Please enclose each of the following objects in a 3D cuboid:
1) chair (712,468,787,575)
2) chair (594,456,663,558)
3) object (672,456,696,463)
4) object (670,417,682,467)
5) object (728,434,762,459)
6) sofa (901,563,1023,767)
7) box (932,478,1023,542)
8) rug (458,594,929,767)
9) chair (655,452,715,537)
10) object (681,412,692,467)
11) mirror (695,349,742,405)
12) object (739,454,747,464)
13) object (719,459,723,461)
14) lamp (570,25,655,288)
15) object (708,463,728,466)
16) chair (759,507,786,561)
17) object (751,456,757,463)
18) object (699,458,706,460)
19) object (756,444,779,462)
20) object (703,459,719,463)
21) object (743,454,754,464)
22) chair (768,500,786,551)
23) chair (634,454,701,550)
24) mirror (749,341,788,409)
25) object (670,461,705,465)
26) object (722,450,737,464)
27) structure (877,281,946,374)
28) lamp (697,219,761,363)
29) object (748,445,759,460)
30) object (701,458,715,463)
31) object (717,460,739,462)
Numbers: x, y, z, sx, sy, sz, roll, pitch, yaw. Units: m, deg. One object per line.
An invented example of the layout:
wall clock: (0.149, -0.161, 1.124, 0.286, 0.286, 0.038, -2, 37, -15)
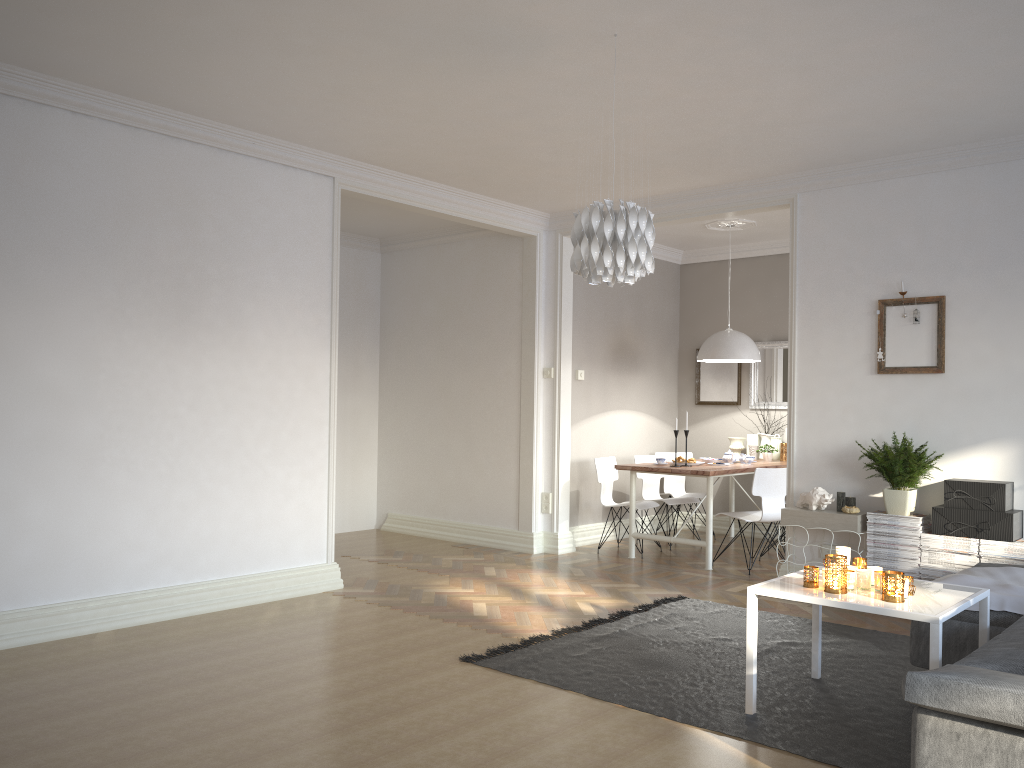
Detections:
chair: (1.836, 1.011, 6.719, 0.431, 0.785, 0.479, 1, -1, -29)
chair: (0.964, 1.014, 7.423, 0.479, 0.785, 0.431, 0, -1, 31)
object: (1.422, 0.628, 7.327, 0.197, 0.063, 0.188, 1, -1, 11)
object: (1.301, 0.456, 7.027, 0.095, 0.396, 0.095, 0, -1, 37)
object: (2.186, 0.588, 8.355, 0.310, 0.228, 0.172, 1, -1, -5)
sofa: (2.180, 0.963, 3.240, 1.555, 0.772, 2.632, 0, -2, 41)
box: (2.658, 0.715, 5.078, 0.419, 0.315, 0.298, 0, -1, 41)
rug: (1.180, 1.320, 4.256, 2.111, 0.055, 2.016, 0, -2, 41)
chair: (1.629, 1.050, 8.396, 0.431, 0.785, 0.479, 1, -1, -18)
object: (1.394, 0.433, 7.085, 0.095, 0.448, 0.095, 0, -1, 37)
mirror: (2.019, -0.072, 8.679, 0.474, 0.557, 0.052, 0, -1, 41)
object: (1.976, 0.636, 7.583, 0.072, 0.086, 0.086, 1, -1, 7)
object: (1.859, 0.668, 7.769, 0.201, 0.022, 0.194, 2, -2, -29)
lamp: (0.430, -0.953, 3.754, 0.355, 1.065, 0.354, 1, -1, -6)
object: (1.695, 0.660, 7.276, 0.180, 0.014, 0.180, 1, -1, 7)
chair: (2.289, 1.027, 7.061, 0.431, 0.785, 0.479, 2, -1, -44)
object: (2.072, 0.656, 7.719, 0.116, 0.056, 0.116, 1, -1, 14)
object: (1.631, 0.635, 7.428, 0.130, 0.027, 0.028, 1, -1, -6)
object: (2.287, 0.612, 7.929, 0.178, 0.162, 0.169, 1, -1, -8)
object: (1.672, 0.652, 7.455, 0.129, 0.038, 0.129, 0, -2, 41)
object: (1.993, 0.634, 7.485, 0.090, 0.086, 0.090, 1, -1, -4)
chair: (2.506, 1.046, 7.671, 0.479, 0.785, 0.431, 0, -1, 31)
chair: (1.374, 1.032, 7.865, 0.431, 0.785, 0.479, 2, -1, -39)
mirror: (2.480, -0.082, 8.277, 0.544, 0.632, 0.047, 0, -1, 41)
object: (1.445, 0.654, 7.321, 0.287, 0.019, 0.287, 0, -2, 29)
object: (1.845, 0.616, 7.519, 0.124, 0.118, 0.143, 2, -1, -44)
structure: (2.453, -0.352, 5.464, 0.398, 0.574, 0.053, 0, -1, 39)
lamp: (1.859, -0.786, 7.570, 0.530, 1.182, 0.530, 2, -1, -41)
object: (2.237, 0.634, 8.204, 0.094, 0.132, 0.097, 1, -1, 8)
object: (1.677, 0.656, 7.624, 0.129, 0.038, 0.129, 2, -2, -44)
object: (1.859, 0.672, 7.764, 0.287, 0.019, 0.287, 1, -1, 14)
